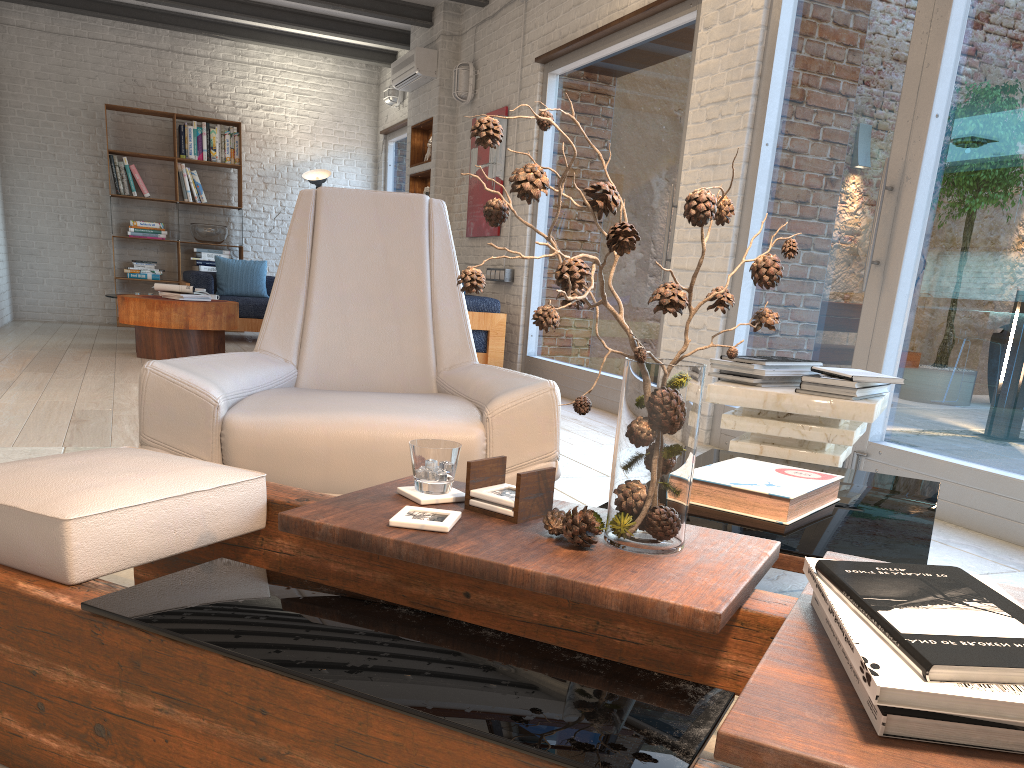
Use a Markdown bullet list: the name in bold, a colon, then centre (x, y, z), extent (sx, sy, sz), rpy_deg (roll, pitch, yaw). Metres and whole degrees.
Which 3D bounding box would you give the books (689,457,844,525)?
- **books**: centre (0.534, 0.224, 1.881), extent (0.250, 0.058, 0.321), rpy_deg (10, 9, 36)

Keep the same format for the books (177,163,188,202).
- **books**: centre (-3.556, -2.161, 9.396), extent (0.101, 0.399, 0.234), rpy_deg (-3, 15, -24)

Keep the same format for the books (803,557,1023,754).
- **books**: centre (0.471, 0.274, 0.937), extent (0.249, 0.077, 0.387), rpy_deg (5, 7, 8)

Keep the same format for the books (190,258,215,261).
- **books**: centre (-3.348, -1.378, 9.701), extent (0.444, 0.021, 0.262), rpy_deg (1, 7, -24)

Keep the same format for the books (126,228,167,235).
- **books**: centre (-3.925, -1.640, 9.370), extent (0.378, 0.038, 0.236), rpy_deg (1, 8, -30)

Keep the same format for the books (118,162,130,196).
- **books**: centre (-4.088, -2.154, 9.188), extent (0.102, 0.347, 0.245), rpy_deg (-3, 14, -24)

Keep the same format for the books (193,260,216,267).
- **books**: centre (-3.361, -1.339, 9.695), extent (0.325, 0.058, 0.246), rpy_deg (1, 8, -29)

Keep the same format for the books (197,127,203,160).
- **books**: centre (-3.357, -2.559, 9.350), extent (0.055, 0.343, 0.245), rpy_deg (-3, 15, -24)

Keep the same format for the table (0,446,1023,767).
- **table**: centre (0.373, 0.411, 1.576), extent (2.177, 0.446, 1.924), rpy_deg (8, 8, 27)

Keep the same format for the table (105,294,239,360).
- **table**: centre (-2.866, -0.509, 7.338), extent (1.077, 0.464, 1.763), rpy_deg (2, 8, -18)

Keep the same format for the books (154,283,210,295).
- **books**: centre (-2.597, -0.726, 6.877), extent (0.321, 0.113, 0.264), rpy_deg (5, 8, 9)

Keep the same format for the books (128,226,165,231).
- **books**: centre (-3.933, -1.671, 9.379), extent (0.355, 0.021, 0.263), rpy_deg (1, 7, -25)

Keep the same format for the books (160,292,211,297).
- **books**: centre (-2.556, -0.702, 6.816), extent (0.311, 0.011, 0.249), rpy_deg (10, 9, 40)

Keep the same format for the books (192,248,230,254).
- **books**: centre (-3.343, -1.474, 9.688), extent (0.379, 0.038, 0.235), rpy_deg (1, 7, -24)

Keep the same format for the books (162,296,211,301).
- **books**: centre (-2.554, -0.671, 6.838), extent (0.250, 0.011, 0.310), rpy_deg (-2, 9, -44)

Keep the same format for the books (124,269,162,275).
- **books**: centre (-4.015, -1.221, 9.485), extent (0.379, 0.038, 0.235), rpy_deg (1, 7, -24)

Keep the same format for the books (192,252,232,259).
- **books**: centre (-3.344, -1.423, 9.708), extent (0.378, 0.067, 0.236), rpy_deg (1, 8, -29)

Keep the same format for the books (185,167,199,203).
- **books**: centre (-3.468, -2.140, 9.425), extent (0.124, 0.362, 0.261), rpy_deg (-3, 14, -24)

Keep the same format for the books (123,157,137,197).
- **books**: centre (-4.023, -2.172, 9.176), extent (0.121, 0.396, 0.234), rpy_deg (-3, 15, -23)

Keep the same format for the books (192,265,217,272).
- **books**: centre (-3.345, -1.279, 9.733), extent (0.377, 0.067, 0.237), rpy_deg (-1, 9, -36)

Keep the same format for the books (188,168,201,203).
- **books**: centre (-3.452, -2.141, 9.441), extent (0.124, 0.362, 0.261), rpy_deg (-3, 14, -24)

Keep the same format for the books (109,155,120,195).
- **books**: centre (-4.157, -2.178, 9.123), extent (0.091, 0.400, 0.234), rpy_deg (-3, 15, -24)

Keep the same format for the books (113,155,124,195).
- **books**: centre (-4.126, -2.179, 9.144), extent (0.091, 0.400, 0.234), rpy_deg (-3, 15, -24)

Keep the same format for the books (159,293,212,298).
- **books**: centre (-2.559, -0.692, 6.827), extent (0.312, 0.011, 0.248), rpy_deg (9, 8, 35)

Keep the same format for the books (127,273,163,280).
- **books**: centre (-3.996, -1.173, 9.499), extent (0.327, 0.058, 0.245), rpy_deg (3, 7, -14)

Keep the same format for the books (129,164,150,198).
- **books**: centre (-3.950, -2.142, 9.242), extent (0.194, 0.331, 0.245), rpy_deg (-2, 14, -23)

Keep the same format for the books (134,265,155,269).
- **books**: centre (-4.003, -1.276, 9.487), extent (0.205, 0.035, 0.128), rpy_deg (1, 8, -24)

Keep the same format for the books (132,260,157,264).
- **books**: centre (-3.991, -1.327, 9.462), extent (0.252, 0.018, 0.156), rpy_deg (1, 7, -24)

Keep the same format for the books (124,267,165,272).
- **books**: centre (-3.994, -1.247, 9.475), extent (0.378, 0.019, 0.236), rpy_deg (0, 8, -31)

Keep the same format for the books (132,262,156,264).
- **books**: centre (-3.999, -1.316, 9.476), extent (0.242, 0.009, 0.150), rpy_deg (1, 7, -24)

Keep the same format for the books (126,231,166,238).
- **books**: centre (-3.941, -1.604, 9.383), extent (0.378, 0.038, 0.236), rpy_deg (1, 8, -28)

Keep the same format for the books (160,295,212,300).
- **books**: centre (-2.561, -0.684, 6.848), extent (0.312, 0.011, 0.248), rpy_deg (9, 8, 35)

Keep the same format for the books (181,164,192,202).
- **books**: centre (-3.512, -2.157, 9.391), extent (0.103, 0.399, 0.234), rpy_deg (-3, 15, -24)

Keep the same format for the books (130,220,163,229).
- **books**: centre (-3.922, -1.709, 9.369), extent (0.326, 0.058, 0.246), rpy_deg (2, 8, -21)

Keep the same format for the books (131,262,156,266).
- **books**: centre (-4.009, -1.304, 9.484), extent (0.235, 0.019, 0.165), rpy_deg (0, 8, -30)

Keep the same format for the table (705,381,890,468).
- **table**: centre (0.921, 0.264, 2.892), extent (0.489, 0.524, 0.482), rpy_deg (10, 13, 26)

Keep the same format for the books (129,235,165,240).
- **books**: centre (-3.937, -1.576, 9.400), extent (0.355, 0.021, 0.262), rpy_deg (1, 7, -24)
